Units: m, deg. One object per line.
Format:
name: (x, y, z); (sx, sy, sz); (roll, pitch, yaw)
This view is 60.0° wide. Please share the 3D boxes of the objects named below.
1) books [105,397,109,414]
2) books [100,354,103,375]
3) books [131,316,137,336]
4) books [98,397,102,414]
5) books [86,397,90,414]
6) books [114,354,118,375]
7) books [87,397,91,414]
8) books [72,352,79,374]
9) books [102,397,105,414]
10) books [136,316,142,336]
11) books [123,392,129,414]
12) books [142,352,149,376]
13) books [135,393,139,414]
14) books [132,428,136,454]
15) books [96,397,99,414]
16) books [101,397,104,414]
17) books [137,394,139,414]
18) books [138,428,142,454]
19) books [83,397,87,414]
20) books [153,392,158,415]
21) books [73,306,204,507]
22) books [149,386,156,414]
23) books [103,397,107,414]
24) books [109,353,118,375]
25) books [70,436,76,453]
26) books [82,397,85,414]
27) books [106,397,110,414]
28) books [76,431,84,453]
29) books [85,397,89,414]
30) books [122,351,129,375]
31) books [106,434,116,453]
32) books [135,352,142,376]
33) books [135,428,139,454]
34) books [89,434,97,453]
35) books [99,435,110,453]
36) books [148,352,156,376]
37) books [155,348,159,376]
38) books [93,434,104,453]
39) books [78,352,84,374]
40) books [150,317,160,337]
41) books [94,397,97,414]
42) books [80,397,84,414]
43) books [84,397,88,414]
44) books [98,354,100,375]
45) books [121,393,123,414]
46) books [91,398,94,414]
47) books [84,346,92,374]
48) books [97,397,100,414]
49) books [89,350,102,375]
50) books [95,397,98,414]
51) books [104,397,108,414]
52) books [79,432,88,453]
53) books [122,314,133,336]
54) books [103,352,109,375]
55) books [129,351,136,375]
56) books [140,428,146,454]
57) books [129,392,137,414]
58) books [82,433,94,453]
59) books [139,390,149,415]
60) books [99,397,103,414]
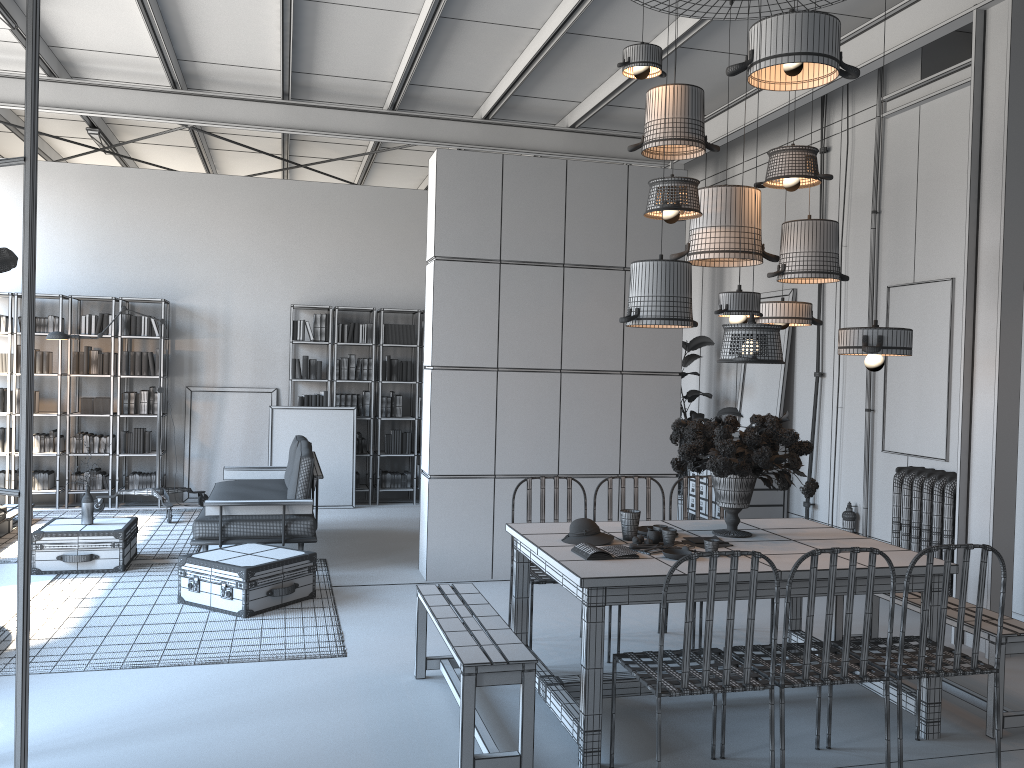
books: (-4.387, 0.237, 9.611); (0.012, 0.177, 0.134); (1, 1, -14)
books: (-4.453, -0.213, 9.649); (0.022, 0.226, 0.163); (1, 1, -14)
books: (-4.121, -0.627, 9.679); (0.052, 0.223, 0.164); (1, 1, -14)
books: (-4.455, 0.235, 9.593); (0.012, 0.177, 0.134); (1, 1, -14)
books: (-4.579, 0.237, 9.583); (0.012, 0.177, 0.134); (1, 1, -14)
books: (-4.316, -0.210, 9.684); (0.022, 0.226, 0.163); (1, 1, -14)
books: (-4.568, 0.237, 9.586); (0.012, 0.177, 0.134); (1, 1, -14)
books: (-4.713, -0.229, 9.603); (0.057, 0.244, 0.178); (1, 1, -14)
books: (-4.421, 0.236, 9.602); (0.012, 0.177, 0.134); (1, 1, -14)
books: (-4.071, -0.626, 9.702); (0.052, 0.223, 0.164); (1, 1, -14)
books: (-4.204, 0.208, 9.691); (0.057, 0.244, 0.178); (1, 1, -14)
books: (-4.039, -0.222, 9.768); (0.062, 0.265, 0.193); (1, 1, -19)
books: (-4.114, 0.218, 9.748); (0.022, 0.226, 0.163); (1, 1, -14)
books: (-4.119, 0.622, 9.695); (0.027, 0.278, 0.202); (1, 1, -14)
books: (-4.477, 0.235, 9.588); (0.012, 0.177, 0.134); (1, 1, -14)
books: (-4.432, 0.236, 9.599); (0.012, 0.177, 0.134); (1, 1, -14)
books: (-4.093, 0.219, 9.754); (0.022, 0.226, 0.163); (1, 1, -14)
books: (-4.066, 0.623, 9.708); (0.027, 0.278, 0.202); (1, 1, -14)
books: (-4.612, 0.236, 9.575); (0.012, 0.177, 0.134); (1, 1, -14)
books: (-3.909, 0.214, 9.768); (0.057, 0.244, 0.178); (1, 1, -14)
books: (-3.367, 0.292, 9.395); (2.306, 2.162, 0.264); (1, 1, -37)
books: (-3.973, 0.180, 9.795); (0.038, 0.303, 0.222); (1, 1, -14)
books: (-4.410, 0.236, 9.605); (0.012, 0.177, 0.134); (1, 1, -14)
books: (-4.362, -0.221, 9.705); (0.057, 0.244, 0.178); (1, 1, -14)
books: (-4.727, 0.652, 9.604); (0.056, 0.183, 0.259); (1, 1, -14)
books: (-4.624, 0.236, 9.572); (0.012, 0.177, 0.134); (1, 1, -14)
books: (-4.376, 0.237, 9.614); (0.012, 0.177, 0.134); (1, 1, -14)
books: (-4.677, 0.635, 9.611); (0.044, 0.221, 0.273); (1, 1, -15)
books: (-4.590, 0.236, 9.580); (0.012, 0.177, 0.134); (1, 1, -14)
books: (-4.221, -0.225, 9.701); (0.062, 0.265, 0.193); (1, 1, -19)
books: (-4.379, 0.655, 9.685); (0.047, 0.190, 0.278); (1, 1, -14)
books: (-4.096, -0.223, 9.735); (0.062, 0.265, 0.193); (1, 1, -19)
books: (-4.093, 0.622, 9.702); (0.027, 0.278, 0.202); (1, 1, -14)
books: (-4.546, 0.652, 9.643); (0.045, 0.191, 0.275); (1, 1, -15)
books: (-4.443, 0.659, 9.677); (0.077, 0.185, 0.259); (1, 1, -14)
books: (-3.964, -0.219, 9.772); (0.084, 0.267, 0.193); (1, 1, -18)
books: (-3.894, -0.239, 9.797); (0.071, 0.303, 0.222); (1, 1, -19)
books: (-4.500, 0.652, 9.653); (0.049, 0.193, 0.278); (1, 1, -14)
books: (-4.658, -0.227, 9.629); (0.057, 0.244, 0.178); (1, 1, -14)
books: (-3.909, -0.621, 9.734); (0.107, 0.229, 0.184); (1, 1, -14)
books: (-4.499, 0.234, 9.582); (0.012, 0.177, 0.134); (1, 1, -14)
books: (-4.635, 0.235, 9.569); (0.012, 0.177, 0.134); (1, 1, -14)
books: (-4.601, 0.236, 9.578); (0.012, 0.177, 0.134); (1, 1, -14)
books: (-4.475, -0.214, 9.643); (0.022, 0.226, 0.163); (1, 1, -14)
books: (-4.252, 0.215, 9.713); (0.022, 0.226, 0.163); (1, 1, -14)
books: (-4.534, 0.237, 9.595); (0.012, 0.177, 0.134); (1, 1, -14)
books: (-4.592, -0.257, 9.600); (0.038, 0.303, 0.222); (1, 1, -14)
books: (-4.466, 0.235, 9.591); (0.012, 0.177, 0.134); (1, 1, -14)
books: (-4.534, -0.236, 9.652); (0.091, 0.265, 0.193); (1, 1, -14)
books: (-4.488, 0.235, 9.585); (0.012, 0.177, 0.134); (1, 1, -14)
books: (-4.399, 0.237, 9.608); (0.012, 0.177, 0.134); (1, 1, -14)
books: (-4.641, 0.635, 9.610); (0.030, 0.215, 0.293); (1, 1, -14)
books: (-4.193, -0.639, 9.662); (0.083, 0.242, 0.178); (1, 1, -14)
books: (-4.417, -0.222, 9.679); (0.057, 0.244, 0.178); (1, 1, -14)
books: (-4.159, -0.224, 9.717); (0.062, 0.265, 0.193); (1, 1, -19)
books: (-4.040, 0.624, 9.716); (0.027, 0.278, 0.202); (1, 1, -14)
books: (-4.150, 0.209, 9.717); (0.057, 0.244, 0.178); (1, 1, -14)
books: (-4.598, 0.643, 9.627); (0.061, 0.204, 0.281); (1, 1, -14)
books: (-4.032, 0.200, 9.744); (0.091, 0.265, 0.193); (1, 1, -14)
books: (-4.443, 0.236, 9.596); (0.012, 0.177, 0.134); (1, 1, -14)
